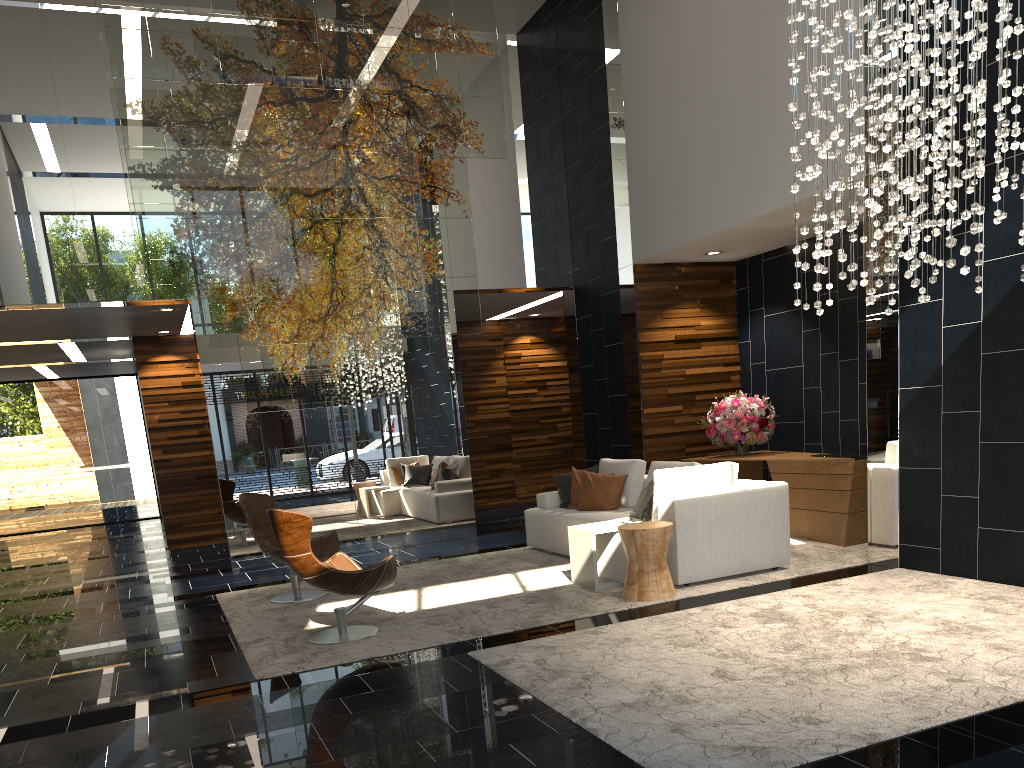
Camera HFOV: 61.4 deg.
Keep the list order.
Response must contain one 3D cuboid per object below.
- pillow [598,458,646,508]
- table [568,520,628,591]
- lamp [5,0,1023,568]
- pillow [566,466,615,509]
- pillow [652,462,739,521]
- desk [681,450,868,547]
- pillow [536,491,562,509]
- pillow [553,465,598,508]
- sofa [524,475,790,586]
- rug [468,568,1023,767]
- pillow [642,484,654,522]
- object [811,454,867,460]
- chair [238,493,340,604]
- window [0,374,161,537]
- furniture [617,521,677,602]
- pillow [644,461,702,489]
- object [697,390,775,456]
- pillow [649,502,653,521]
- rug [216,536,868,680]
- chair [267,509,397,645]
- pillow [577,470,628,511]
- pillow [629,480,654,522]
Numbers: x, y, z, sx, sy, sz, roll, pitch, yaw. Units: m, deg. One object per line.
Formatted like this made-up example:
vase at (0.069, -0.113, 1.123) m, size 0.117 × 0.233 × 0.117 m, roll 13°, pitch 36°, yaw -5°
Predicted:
pillow at (1.027, 0.947, 8.289) m, size 0.244 × 0.463 × 0.711 m, roll -9°, pitch 3°, yaw -23°
table at (0.721, 1.336, 6.760) m, size 0.395 × 0.479 × 0.393 m, roll -7°, pitch 6°, yaw -22°
lamp at (-6.353, -46.582, 0.602) m, size 399.496 × 117.268 × 390.770 m, roll -5°, pitch -1°, yaw 3°
pillow at (0.749, 0.993, 8.297) m, size 0.550 × 0.443 × 0.235 m, roll -3°, pitch 8°, yaw 33°
pillow at (1.411, 0.853, 6.645) m, size 0.705 × 0.473 × 0.213 m, roll -6°, pitch 8°, yaw -20°
desk at (2.721, 1.078, 8.474) m, size 0.979 × 0.767 × 2.219 m, roll -6°, pitch 0°, yaw -23°
pillow at (0.557, 1.154, 8.765) m, size 0.615 × 0.156 × 0.237 m, roll -5°, pitch 1°, yaw -27°
pillow at (0.644, 1.012, 8.487) m, size 0.556 × 0.427 × 0.246 m, roll -4°, pitch 7°, yaw 25°
sofa at (1.013, 1.229, 7.690) m, size 1.277 × 0.699 × 2.820 m, roll -6°, pitch -1°, yaw -23°
rug at (1.748, 1.407, 4.708) m, size 3.382 × 0.006 × 2.311 m, roll -4°, pitch -2°, yaw -22°
pillow at (1.240, 0.938, 7.004) m, size 0.255 × 0.426 × 0.540 m, roll 0°, pitch 6°, yaw 36°
object at (2.958, 0.645, 7.692) m, size 0.240 × 0.027 × 0.700 m, roll -5°, pitch -2°, yaw -12°
chair at (-1.874, 1.356, 7.253) m, size 0.790 × 0.958 × 0.654 m, roll -5°, pitch 7°, yaw 5°
window at (-8.994, 1.387, 16.346) m, size 3.916 × 2.927 × 0.058 m, roll -6°, pitch 11°, yaw -21°
furniture at (0.966, 1.266, 6.169) m, size 0.394 × 0.536 × 0.379 m, roll -4°, pitch 7°, yaw 13°
pillow at (1.372, 0.892, 7.470) m, size 0.287 × 0.447 × 0.710 m, roll -8°, pitch 3°, yaw -22°
object at (2.364, 0.403, 8.919) m, size 0.680 × 0.696 × 0.653 m, roll -8°, pitch 6°, yaw -31°
pillow at (1.276, 0.914, 6.805) m, size 0.513 × 0.426 × 0.263 m, roll -7°, pitch 7°, yaw -26°
rug at (0.610, 1.614, 7.522) m, size 5.841 × 0.006 × 3.179 m, roll -4°, pitch -2°, yaw -22°
chair at (-1.149, 1.234, 5.741) m, size 0.675 × 0.957 × 0.766 m, roll 0°, pitch 7°, yaw 35°
pillow at (0.827, 1.003, 8.093) m, size 0.520 × 0.425 × 0.260 m, roll -3°, pitch 7°, yaw 38°
pillow at (1.162, 0.954, 7.168) m, size 0.300 × 0.375 × 0.492 m, roll -2°, pitch 4°, yaw 27°
